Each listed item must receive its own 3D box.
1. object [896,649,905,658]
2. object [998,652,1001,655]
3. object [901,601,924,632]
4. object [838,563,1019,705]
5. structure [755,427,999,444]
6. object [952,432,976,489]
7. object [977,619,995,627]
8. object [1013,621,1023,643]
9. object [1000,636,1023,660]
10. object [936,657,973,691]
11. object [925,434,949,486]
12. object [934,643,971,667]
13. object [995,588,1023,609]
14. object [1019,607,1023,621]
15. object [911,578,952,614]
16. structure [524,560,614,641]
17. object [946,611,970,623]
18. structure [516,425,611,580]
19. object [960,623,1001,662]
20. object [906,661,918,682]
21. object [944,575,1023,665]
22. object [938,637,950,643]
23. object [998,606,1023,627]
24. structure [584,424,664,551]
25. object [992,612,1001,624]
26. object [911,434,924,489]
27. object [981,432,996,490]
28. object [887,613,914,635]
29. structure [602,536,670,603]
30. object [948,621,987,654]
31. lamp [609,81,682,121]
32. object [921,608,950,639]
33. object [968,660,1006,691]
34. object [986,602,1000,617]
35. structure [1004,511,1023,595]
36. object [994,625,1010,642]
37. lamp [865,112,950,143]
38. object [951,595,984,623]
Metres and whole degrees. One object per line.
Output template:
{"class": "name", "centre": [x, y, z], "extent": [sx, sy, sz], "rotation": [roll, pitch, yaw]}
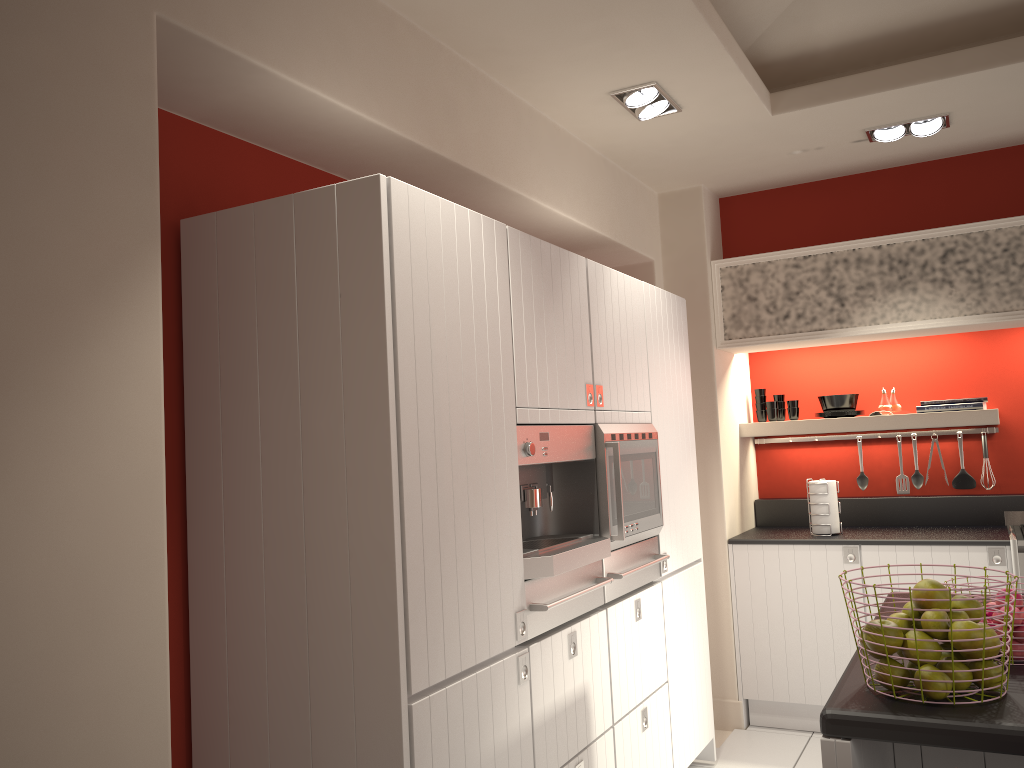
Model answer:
{"class": "object", "centre": [0.861, 0.566, 1.920], "extent": [0.064, 0.060, 0.064], "rotation": [-5, -5, 22]}
{"class": "object", "centre": [1.127, 0.611, 2.080], "extent": [0.050, 0.049, 0.049], "rotation": [-2, -4, -6]}
{"class": "object", "centre": [0.884, 0.506, 1.923], "extent": [0.078, 0.076, 0.071], "rotation": [-3, -4, -3]}
{"class": "object", "centre": [0.870, 0.514, 1.851], "extent": [0.341, 0.232, 0.341], "rotation": [-1, -5, -29]}
{"class": "structure", "centre": [2.139, 0.312, 5.302], "extent": [1.354, 0.034, 0.054], "rotation": [-5, -5, 28]}
{"class": "object", "centre": [2.569, 0.437, 5.063], "extent": [0.123, 0.331, 0.040], "rotation": [-5, -5, 28]}
{"class": "object", "centre": [1.098, 0.568, 2.053], "extent": [0.059, 0.059, 0.060], "rotation": [-6, -6, 40]}
{"class": "object", "centre": [1.154, 0.559, 2.000], "extent": [0.048, 0.046, 0.048], "rotation": [-2, -4, -13]}
{"class": "object", "centre": [1.148, 0.601, 2.027], "extent": [0.062, 0.057, 0.061], "rotation": [-5, -5, 28]}
{"class": "object", "centre": [0.900, 0.590, 1.805], "extent": [0.068, 0.068, 0.068], "rotation": [-6, -5, 39]}
{"class": "object", "centre": [2.437, 0.439, 5.113], "extent": [0.124, 0.297, 0.009], "rotation": [-5, -5, 28]}
{"class": "object", "centre": [0.931, 0.586, 1.878], "extent": [0.084, 0.079, 0.086], "rotation": [-2, -4, -17]}
{"class": "object", "centre": [1.155, 0.504, 2.061], "extent": [0.056, 0.058, 0.056], "rotation": [-2, -4, -17]}
{"class": "object", "centre": [1.186, 0.537, 2.033], "extent": [0.051, 0.055, 0.056], "rotation": [-7, -6, 42]}
{"class": "object", "centre": [0.887, 0.452, 1.875], "extent": [0.078, 0.080, 0.078], "rotation": [-5, -5, 28]}
{"class": "structure", "centre": [0.183, 0.702, 2.963], "extent": [0.128, 0.177, 0.617], "rotation": [-5, -5, 28]}
{"class": "object", "centre": [0.930, 0.500, 1.859], "extent": [0.056, 0.054, 0.057], "rotation": [-3, -4, -1]}
{"class": "structure", "centre": [0.029, 0.386, 3.061], "extent": [0.453, 0.470, 0.623], "rotation": [-5, -5, 28]}
{"class": "object", "centre": [0.952, 0.529, 1.812], "extent": [0.082, 0.082, 0.082], "rotation": [-3, -4, -5]}
{"class": "object", "centre": [0.860, 0.605, 1.867], "extent": [0.054, 0.054, 0.053], "rotation": [-6, -5, 31]}
{"class": "object", "centre": [1.158, 0.551, 2.077], "extent": [0.247, 0.168, 0.247], "rotation": [-4, -4, 16]}
{"class": "object", "centre": [0.949, 0.534, 1.920], "extent": [0.067, 0.064, 0.066], "rotation": [-6, -5, 32]}
{"class": "object", "centre": [1.126, 0.526, 2.004], "extent": [0.048, 0.046, 0.048], "rotation": [-2, -4, -16]}
{"class": "structure", "centre": [0.390, 0.402, 3.578], "extent": [0.332, 0.473, 0.610], "rotation": [-5, -5, 28]}
{"class": "object", "centre": [1.130, 0.541, 2.043], "extent": [0.041, 0.039, 0.041], "rotation": [-7, -6, 44]}
{"class": "object", "centre": [2.350, 0.450, 5.156], "extent": [0.067, 0.324, 0.022], "rotation": [-5, -5, 26]}
{"class": "object", "centre": [2.668, 0.432, 4.990], "extent": [0.069, 0.328, 0.069], "rotation": [-3, -4, 5]}
{"class": "object", "centre": [0.823, 0.516, 1.880], "extent": [0.057, 0.061, 0.062], "rotation": [-7, -6, 42]}
{"class": "structure", "centre": [0.480, 0.727, 3.518], "extent": [0.128, 0.177, 0.617], "rotation": [-5, -5, 28]}
{"class": "object", "centre": [0.908, 0.503, 1.769], "extent": [0.067, 0.068, 0.067], "rotation": [-2, -4, -10]}
{"class": "lamp", "centre": [0.570, -1.196, 3.750], "extent": [0.199, 0.084, 0.361], "rotation": [-5, -5, 28]}
{"class": "object", "centre": [0.869, 0.491, 1.817], "extent": [0.057, 0.061, 0.062], "rotation": [-7, -6, 42]}
{"class": "object", "centre": [0.962, 0.586, 1.797], "extent": [0.068, 0.068, 0.068], "rotation": [-6, -5, 39]}
{"class": "object", "centre": [1.139, 0.538, 2.096], "extent": [0.041, 0.044, 0.045], "rotation": [-3, -4, -3]}
{"class": "structure", "centre": [3.121, 1.171, 4.164], "extent": [1.322, 1.085, 0.777], "rotation": [-5, -5, 28]}
{"class": "object", "centre": [1.111, 0.566, 2.012], "extent": [0.041, 0.041, 0.040], "rotation": [-1, -5, -25]}
{"class": "lamp", "centre": [1.890, -1.237, 4.241], "extent": [0.361, 0.109, 0.199], "rotation": [-5, -5, 28]}
{"class": "object", "centre": [0.971, 0.483, 1.896], "extent": [0.067, 0.064, 0.067], "rotation": [-5, -5, 28]}
